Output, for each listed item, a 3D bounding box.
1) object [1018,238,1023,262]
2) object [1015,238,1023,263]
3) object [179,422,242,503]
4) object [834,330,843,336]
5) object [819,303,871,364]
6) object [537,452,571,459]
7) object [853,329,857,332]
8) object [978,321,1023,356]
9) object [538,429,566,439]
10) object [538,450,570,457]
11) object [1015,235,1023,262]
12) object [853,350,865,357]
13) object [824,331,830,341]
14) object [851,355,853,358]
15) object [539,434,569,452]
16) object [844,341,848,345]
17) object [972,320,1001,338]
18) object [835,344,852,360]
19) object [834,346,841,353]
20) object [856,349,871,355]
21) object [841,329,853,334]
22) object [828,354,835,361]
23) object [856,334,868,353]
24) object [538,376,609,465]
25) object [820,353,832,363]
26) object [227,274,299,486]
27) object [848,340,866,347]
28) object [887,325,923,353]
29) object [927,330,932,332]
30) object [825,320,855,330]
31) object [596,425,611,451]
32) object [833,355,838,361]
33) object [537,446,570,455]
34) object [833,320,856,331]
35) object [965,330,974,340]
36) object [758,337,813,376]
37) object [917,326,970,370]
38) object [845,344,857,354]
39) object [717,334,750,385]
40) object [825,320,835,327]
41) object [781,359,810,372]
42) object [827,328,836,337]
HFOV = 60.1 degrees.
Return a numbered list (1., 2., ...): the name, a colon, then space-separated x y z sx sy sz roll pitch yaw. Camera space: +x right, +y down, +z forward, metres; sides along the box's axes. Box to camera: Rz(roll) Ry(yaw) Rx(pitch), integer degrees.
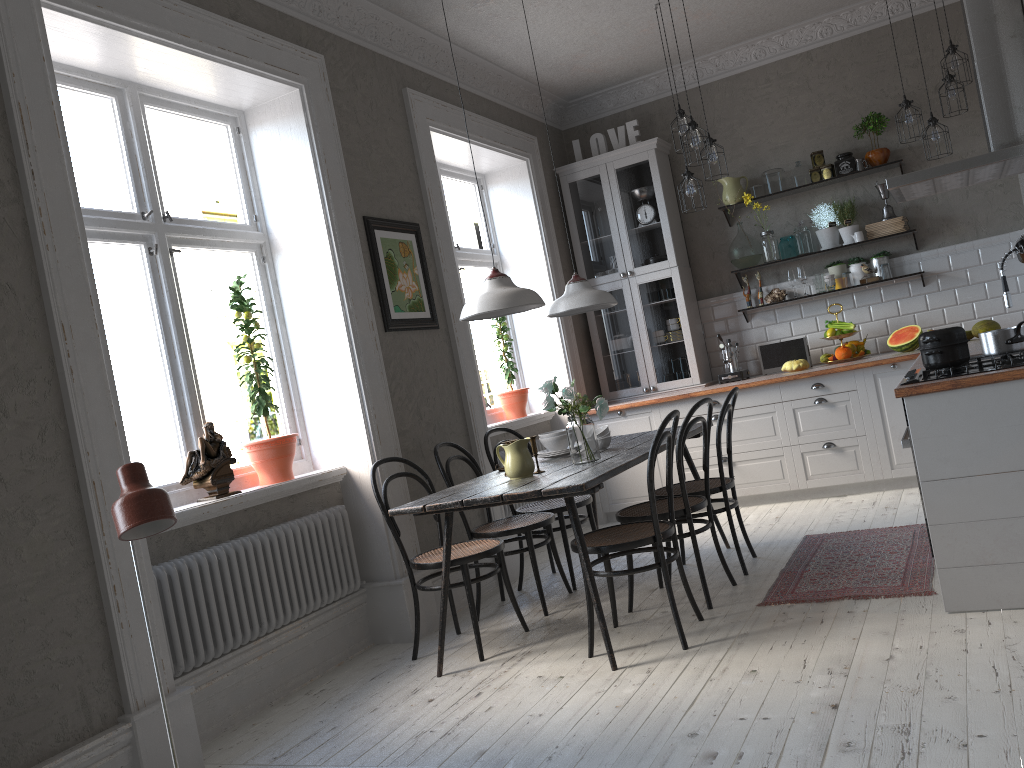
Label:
1. object: 3.004 -0.788 5.161 0.106 0.161 0.139 -11 0 29
2. object: 3.062 -0.799 5.278 0.106 0.161 0.139 -11 0 39
3. object: -1.299 0.329 3.760 0.118 0.329 0.241 -11 0 29
4. object: 2.302 -0.349 6.251 0.062 0.061 0.067 -11 0 26
5. object: 2.331 -0.364 6.298 0.349 0.425 0.355 -11 0 12
6. object: 0.248 0.365 4.584 0.232 0.027 0.242 -11 0 44
7. object: 2.415 -0.372 6.268 0.051 0.050 0.050 -11 0 36
8. object: 2.010 -0.197 3.517 0.178 0.134 0.298 -11 0 -29
9. object: 0.233 0.293 4.584 0.177 0.094 0.182 -11 0 17
10. object: 0.246 0.356 4.584 0.238 0.027 0.236 -11 0 -6
11. object: 2.938 -0.776 5.050 0.106 0.161 0.139 -11 0 44
12. object: 2.426 -0.207 6.203 0.069 0.051 0.089 -11 0 -16
13. object: 2.279 -0.351 6.329 0.095 0.078 0.102 -11 0 13
14. object: 2.369 -0.189 6.238 0.070 0.065 0.070 -11 0 -43
15. object: 0.237 0.312 4.584 0.177 0.094 0.182 -11 0 17
16. object: 2.400 -0.259 6.349 0.084 0.093 0.088 -11 0 22
17. object: 3.114 -0.363 5.819 0.205 0.119 0.131 -11 0 -11
18. object: 2.311 -0.220 6.181 0.113 0.111 0.111 -11 0 -6
19. object: 2.378 -0.243 6.369 0.157 0.076 0.077 -11 0 -38
20. object: 2.466 -0.224 6.321 0.055 0.044 0.213 -11 0 -25
21. object: 2.366 -0.360 6.258 0.075 0.062 0.100 -11 0 0
22. object: 2.293 -0.189 6.314 0.090 0.057 0.084 -11 0 -32
23. object: 2.467 -0.283 6.259 0.128 0.120 0.060 -11 0 -40
24. object: 0.298 0.155 4.028 0.307 0.414 0.255 -11 0 25
25. object: 2.274 -0.188 6.364 0.154 0.072 0.075 -11 0 -35
26. object: -1.185 -0.029 4.113 0.274 0.991 0.266 -11 0 -24
27. object: 2.446 -0.286 6.277 0.125 0.056 0.060 -11 0 18
28. object: 2.646 -0.299 5.963 0.222 0.174 0.231 -11 0 -42
29. object: 2.852 -0.315 5.807 0.223 0.127 0.149 -11 0 9
30. object: 2.321 -0.420 6.268 0.207 0.101 0.068 -11 0 33
31. object: 0.447 0.279 4.530 0.122 0.119 0.130 -11 0 42
32. object: 2.315 -0.184 6.322 0.069 0.076 0.230 -11 0 10
33. object: 0.245 0.348 4.584 0.242 0.027 0.232 -11 0 -41
34. object: 2.379 -0.420 6.317 0.090 0.096 0.177 -11 0 -43
35. object: 3.023 -0.321 5.923 0.202 0.073 0.119 -11 0 -11
36. object: 2.005 -0.201 6.509 0.346 0.226 0.089 -11 0 26
37. object: 1.671 -0.139 3.425 0.189 0.147 0.194 -11 0 6
38. object: 2.378 -0.244 6.232 0.089 0.078 0.087 -11 0 -37
39. object: 1.614 -0.198 6.596 0.202 0.370 0.359 -11 0 27
40. object: 2.261 -0.430 6.300 0.072 0.058 0.051 -11 0 3
41. object: 2.011 -0.131 6.284 0.193 0.083 0.192 -11 0 27
42. object: 2.255 -0.363 6.255 0.080 0.069 0.058 -11 0 -44
